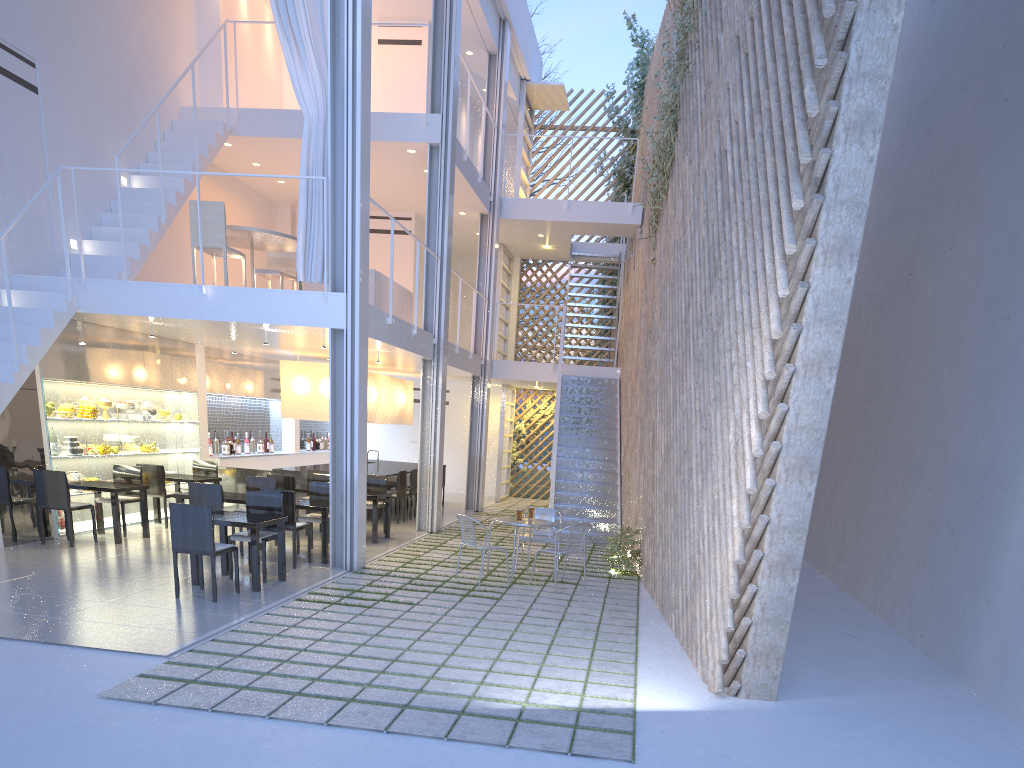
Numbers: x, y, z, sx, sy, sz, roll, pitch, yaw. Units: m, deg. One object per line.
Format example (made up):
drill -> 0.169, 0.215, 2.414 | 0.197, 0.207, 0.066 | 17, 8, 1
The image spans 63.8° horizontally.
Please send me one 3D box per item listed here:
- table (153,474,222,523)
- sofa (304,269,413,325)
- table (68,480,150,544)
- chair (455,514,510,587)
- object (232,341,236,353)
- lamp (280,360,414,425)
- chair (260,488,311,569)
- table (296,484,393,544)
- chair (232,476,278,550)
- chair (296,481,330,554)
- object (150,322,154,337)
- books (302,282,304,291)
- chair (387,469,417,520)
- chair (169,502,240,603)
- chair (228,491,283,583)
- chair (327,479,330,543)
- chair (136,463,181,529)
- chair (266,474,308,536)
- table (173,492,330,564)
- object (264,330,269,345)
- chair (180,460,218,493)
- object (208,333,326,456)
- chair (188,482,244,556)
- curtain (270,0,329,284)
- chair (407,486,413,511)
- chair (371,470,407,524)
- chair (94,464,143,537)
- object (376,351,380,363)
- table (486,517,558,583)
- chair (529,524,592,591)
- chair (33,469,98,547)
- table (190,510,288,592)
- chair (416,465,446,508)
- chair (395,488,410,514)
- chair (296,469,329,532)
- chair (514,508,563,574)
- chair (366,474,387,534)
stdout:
table -> -2.315, 0.827, 5.867 | 0.358, 0.356, 0.330 | 5, 8, 8
sofa -> -1.097, -0.565, 6.031 | 0.497, 0.390, 0.936 | 5, 0, 9
table -> -2.455, 0.773, 4.989 | 0.358, 0.356, 0.330 | 5, 8, 8
chair -> -0.174, 0.895, 4.462 | 0.244, 0.408, 0.245 | -5, 15, -36
object -> -1.887, -0.250, 5.585 | 0.029, 0.085, 0.027 | 9, 16, 19
lamp -> -1.395, 0.120, 7.373 | 0.446, 0.447, 2.196 | 5, -2, 9
chair -> -1.250, 0.795, 4.569 | 0.191, 0.470, 0.219 | 6, 14, 8
table -> -1.332, 0.894, 5.750 | 0.912, 0.356, 0.330 | 4, 8, 7
chair -> -1.584, 0.794, 5.058 | 0.191, 0.470, 0.219 | 6, 14, 8
chair -> -1.180, 0.821, 5.010 | 0.191, 0.470, 0.219 | 6, 14, 8
object -> -2.036, -0.307, 4.651 | 0.029, 0.085, 0.027 | 9, 16, 19
books -> -1.966, -0.918, 7.807 | 0.015, 0.138, 0.088 | 7, 12, 9
chair -> -0.955, 0.938, 7.047 | 0.239, 0.471, 0.174 | 5, 15, 6
chair -> -1.365, 0.742, 3.675 | 0.191, 0.470, 0.219 | 6, 14, 8
chair -> -1.290, 0.771, 4.148 | 0.191, 0.470, 0.219 | 6, 14, 8
chair -> -1.103, 0.851, 5.495 | 0.191, 0.470, 0.219 | 6, 14, 8
chair -> -2.398, 0.761, 5.630 | 0.191, 0.470, 0.219 | 6, 14, 8
chair -> -1.507, 0.823, 5.543 | 0.191, 0.470, 0.219 | 6, 14, 8
table -> -1.472, 0.841, 4.872 | 0.912, 0.356, 0.330 | 4, 8, 7
object -> -1.368, -0.261, 4.572 | 0.029, 0.085, 0.027 | 9, 16, 19
chair -> -2.323, 0.790, 6.103 | 0.191, 0.470, 0.219 | 6, 14, 8
object -> -1.776, 0.146, 5.575 | 1.668, 0.874, 1.747 | 4, 1, 6
chair -> -1.654, 0.767, 4.618 | 0.191, 0.470, 0.219 | 6, 14, 8
curtain -> -1.071, -1.767, 3.882 | 0.515, 2.596, 0.088 | 5, 17, 3
chair -> -0.846, 0.977, 7.681 | 0.240, 0.471, 0.174 | 5, 15, 5
chair -> -1.010, 0.918, 6.729 | 0.239, 0.471, 0.174 | 6, 15, 9
chair -> -2.470, 0.734, 5.178 | 0.191, 0.470, 0.219 | 6, 14, 8
object -> -0.888, -0.182, 5.466 | 0.029, 0.085, 0.027 | 9, 16, 19
table -> 0.056, 0.945, 4.705 | 0.347, 0.358, 0.326 | 0, 9, -29
chair -> 0.284, 0.930, 4.486 | 0.256, 0.408, 0.234 | -6, 16, -41
chair -> -2.546, 0.705, 4.705 | 0.191, 0.470, 0.219 | 6, 14, 8
table -> -1.330, 0.809, 4.007 | 0.358, 0.356, 0.330 | 5, 8, 8
chair -> -0.792, 0.996, 7.999 | 0.239, 0.471, 0.175 | 6, 15, 9
chair -> -0.915, 0.956, 7.366 | 0.240, 0.471, 0.173 | 5, 15, 3
chair -> -1.437, 0.850, 5.984 | 0.191, 0.470, 0.219 | 6, 14, 8
chair -> 0.173, 0.946, 4.985 | 0.261, 0.408, 0.228 | 6, 12, 8
chair -> -1.032, 0.878, 5.935 | 0.191, 0.470, 0.219 | 6, 14, 8
